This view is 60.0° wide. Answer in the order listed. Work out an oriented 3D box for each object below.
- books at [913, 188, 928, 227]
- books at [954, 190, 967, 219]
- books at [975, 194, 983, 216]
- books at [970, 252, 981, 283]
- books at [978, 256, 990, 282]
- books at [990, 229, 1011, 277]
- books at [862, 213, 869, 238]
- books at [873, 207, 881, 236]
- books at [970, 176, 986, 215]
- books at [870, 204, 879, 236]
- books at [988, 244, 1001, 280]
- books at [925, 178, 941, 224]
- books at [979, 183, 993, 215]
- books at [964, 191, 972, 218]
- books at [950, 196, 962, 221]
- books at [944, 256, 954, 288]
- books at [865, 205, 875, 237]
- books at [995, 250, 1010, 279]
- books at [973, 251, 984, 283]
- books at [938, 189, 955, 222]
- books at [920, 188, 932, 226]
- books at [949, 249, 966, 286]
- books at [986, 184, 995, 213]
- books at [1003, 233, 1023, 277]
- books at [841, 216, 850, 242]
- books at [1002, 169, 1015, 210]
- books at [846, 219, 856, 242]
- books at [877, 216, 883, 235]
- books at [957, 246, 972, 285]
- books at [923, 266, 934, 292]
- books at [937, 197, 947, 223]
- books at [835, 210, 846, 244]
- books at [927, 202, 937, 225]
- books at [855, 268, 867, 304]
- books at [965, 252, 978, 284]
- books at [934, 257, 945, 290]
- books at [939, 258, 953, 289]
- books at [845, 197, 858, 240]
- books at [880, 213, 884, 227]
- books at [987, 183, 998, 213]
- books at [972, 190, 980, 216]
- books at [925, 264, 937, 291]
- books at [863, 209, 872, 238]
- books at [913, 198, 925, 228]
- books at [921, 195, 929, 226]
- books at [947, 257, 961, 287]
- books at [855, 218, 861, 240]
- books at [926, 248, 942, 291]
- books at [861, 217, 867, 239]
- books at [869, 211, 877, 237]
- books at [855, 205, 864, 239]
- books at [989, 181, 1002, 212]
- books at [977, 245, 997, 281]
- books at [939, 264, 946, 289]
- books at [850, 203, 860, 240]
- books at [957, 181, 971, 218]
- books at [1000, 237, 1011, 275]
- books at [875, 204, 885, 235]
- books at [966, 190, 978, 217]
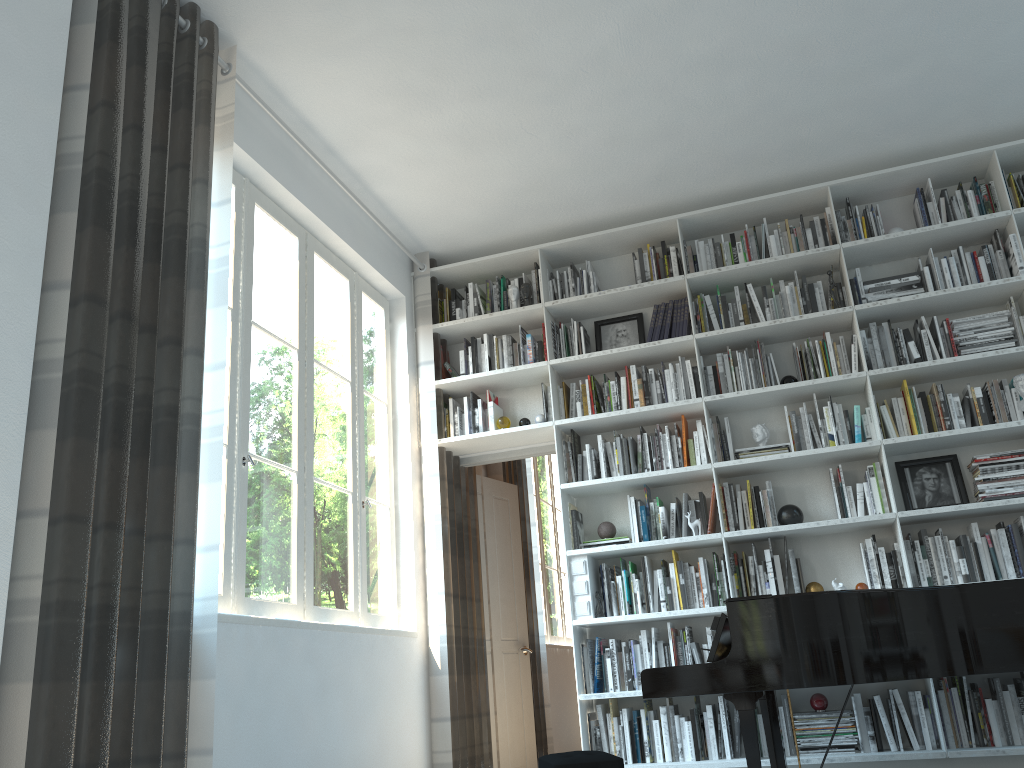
[{"bbox_3d":[2.263,-0.914,4.896,0.014,0.291,0.176,-10,-19,16],"label":"books"},{"bbox_3d":[2.448,-0.917,4.840,0.023,0.235,0.154,-10,-19,16],"label":"books"},{"bbox_3d":[2.540,-0.912,4.825,0.014,0.203,0.135,-10,-19,16],"label":"books"},{"bbox_3d":[2.466,-0.566,4.727,0.010,0.229,0.152,-10,-19,16],"label":"books"},{"bbox_3d":[2.495,-0.555,4.702,0.029,0.187,0.176,-10,-20,16],"label":"books"},{"bbox_3d":[2.597,-0.639,4.704,0.012,0.333,0.156,-10,-19,16],"label":"books"},{"bbox_3d":[1.997,-0.829,4.995,0.006,0.232,0.136,-10,-19,16],"label":"books"},{"bbox_3d":[2.048,-0.848,4.976,0.013,0.248,0.148,-10,-19,16],"label":"books"},{"bbox_3d":[2.546,-0.965,4.832,0.012,0.307,0.138,-10,-19,16],"label":"books"},{"bbox_3d":[2.033,-0.854,4.962,0.005,0.254,0.168,-10,-19,16],"label":"books"},{"bbox_3d":[2.554,-0.595,4.711,0.029,0.260,0.133,-10,-19,16],"label":"books"},{"bbox_3d":[2.321,-0.943,4.883,0.010,0.330,0.186,-10,-19,16],"label":"books"},{"bbox_3d":[2.565,-0.940,4.809,0.028,0.243,0.161,-10,-19,16],"label":"books"},{"bbox_3d":[2.473,-0.914,4.825,0.012,0.216,0.180,-10,-19,16],"label":"books"},{"bbox_3d":[2.421,-0.898,4.838,0.033,0.202,0.167,-10,-19,16],"label":"books"},{"bbox_3d":[2.349,-0.550,4.770,0.012,0.243,0.132,-10,-19,16],"label":"books"},{"bbox_3d":[2.012,-0.853,4.976,0.013,0.263,0.147,-10,-19,16],"label":"books"},{"bbox_3d":[2.579,-0.576,4.681,0.029,0.202,0.192,-10,-20,16],"label":"books"},{"bbox_3d":[2.475,-0.570,4.718,0.012,0.229,0.159,-10,-19,16],"label":"books"},{"bbox_3d":[2.395,-0.919,4.875,0.028,0.269,0.140,-10,-19,16],"label":"books"},{"bbox_3d":[2.287,-0.917,4.898,0.011,0.295,0.157,-10,-19,16],"label":"books"},{"bbox_3d":[2.397,-0.569,4.771,0.029,0.272,0.141,-10,-19,16],"label":"books"},{"bbox_3d":[2.588,-0.941,4.812,0.014,0.243,0.145,-10,-19,16],"label":"books"},{"bbox_3d":[2.613,-0.617,4.621,0.037,0.236,0.273,-10,-20,16],"label":"books"},{"bbox_3d":[1.889,-0.812,5.013,0.023,0.227,0.157,-10,-19,16],"label":"books"},{"bbox_3d":[2.668,-0.985,4.783,0.007,0.297,0.181,-10,-19,16],"label":"books"},{"bbox_3d":[1.909,-0.804,4.990,0.026,0.194,0.167,-10,-19,16],"label":"books"},{"bbox_3d":[2.058,-0.823,4.954,0.010,0.186,0.153,-10,-19,16],"label":"books"},{"bbox_3d":[2.416,-0.577,4.744,0.023,0.268,0.185,-10,-19,16],"label":"books"},{"bbox_3d":[2.240,-0.509,4.780,0.025,0.187,0.194,-10,-20,16],"label":"books"},{"bbox_3d":[2.355,-0.890,4.860,0.050,0.210,0.173,-10,-19,16],"label":"books"},{"bbox_3d":[1.859,-0.825,5.007,0.026,0.252,0.186,-10,-19,16],"label":"books"},{"bbox_3d":[2.313,-0.876,4.889,0.031,0.208,0.147,-10,-19,16],"label":"books"},{"bbox_3d":[1.917,-0.486,4.872,0.021,0.248,0.192,-10,-19,16],"label":"books"},{"bbox_3d":[2.436,-0.562,4.723,0.023,0.222,0.191,-10,-19,16],"label":"books"},{"bbox_3d":[2.295,-0.541,4.775,0.021,0.236,0.172,-10,-19,16],"label":"books"},{"bbox_3d":[2.328,-0.537,4.760,0.027,0.215,0.190,-10,-20,16],"label":"books"},{"bbox_3d":[1.927,-0.872,5.019,0.014,0.339,0.145,-10,-19,16],"label":"books"},{"bbox_3d":[2.077,-0.845,4.969,0.004,0.235,0.138,-10,-19,16],"label":"books"},{"bbox_3d":[2.599,-0.943,4.800,0.014,0.238,0.153,-10,-19,16],"label":"books"},{"bbox_3d":[2.521,-0.921,4.841,0.026,0.233,0.137,-10,-19,16],"label":"books"},{"bbox_3d":[2.271,-0.521,4.805,0.024,0.222,0.129,-10,-19,16],"label":"books"},{"bbox_3d":[2.002,-0.841,4.983,0.014,0.247,0.139,-10,-19,16],"label":"books"},{"bbox_3d":[2.258,-0.884,4.908,0.012,0.244,0.151,-10,-19,16],"label":"books"},{"bbox_3d":[2.280,-0.899,4.904,0.011,0.266,0.129,-10,-19,16],"label":"books"},{"bbox_3d":[2.366,-0.544,4.752,0.028,0.218,0.184,-10,-19,16],"label":"books"},{"bbox_3d":[1.956,-0.810,4.998,0.011,0.204,0.146,-10,-19,16],"label":"books"},{"bbox_3d":[2.273,-0.565,4.773,0.011,0.283,0.190,-10,-19,16],"label":"books"},{"bbox_3d":[1.978,-0.814,4.976,0.023,0.195,0.172,-10,-20,16],"label":"books"},{"bbox_3d":[2.025,-0.835,4.962,0.016,0.218,0.144,-10,-19,16],"label":"books"},{"bbox_3d":[1.956,-0.848,4.980,0.011,0.264,0.164,-10,-19,16],"label":"books"},{"bbox_3d":[2.617,-0.953,4.804,0.022,0.256,0.137,-10,-19,16],"label":"books"},{"bbox_3d":[2.521,-0.588,4.703,0.032,0.247,0.174,-10,-19,16],"label":"books"},{"bbox_3d":[2.315,-0.524,4.776,0.011,0.203,0.133,-10,-19,16],"label":"books"},{"bbox_3d":[1.939,-0.855,5.004,0.010,0.295,0.153,-10,-19,16],"label":"books"},{"bbox_3d":[2.458,-0.940,4.827,0.010,0.269,0.180,-10,-19,16],"label":"books"},{"bbox_3d":[2.614,-0.619,4.711,0.010,0.298,0.134,-10,-19,16],"label":"books"},{"bbox_3d":[2.063,-0.859,4.956,0.011,0.255,0.144,-10,-19,16],"label":"books"},{"bbox_3d":[2.485,-0.915,4.802,0.023,0.201,0.193,-10,-20,16],"label":"books"}]
